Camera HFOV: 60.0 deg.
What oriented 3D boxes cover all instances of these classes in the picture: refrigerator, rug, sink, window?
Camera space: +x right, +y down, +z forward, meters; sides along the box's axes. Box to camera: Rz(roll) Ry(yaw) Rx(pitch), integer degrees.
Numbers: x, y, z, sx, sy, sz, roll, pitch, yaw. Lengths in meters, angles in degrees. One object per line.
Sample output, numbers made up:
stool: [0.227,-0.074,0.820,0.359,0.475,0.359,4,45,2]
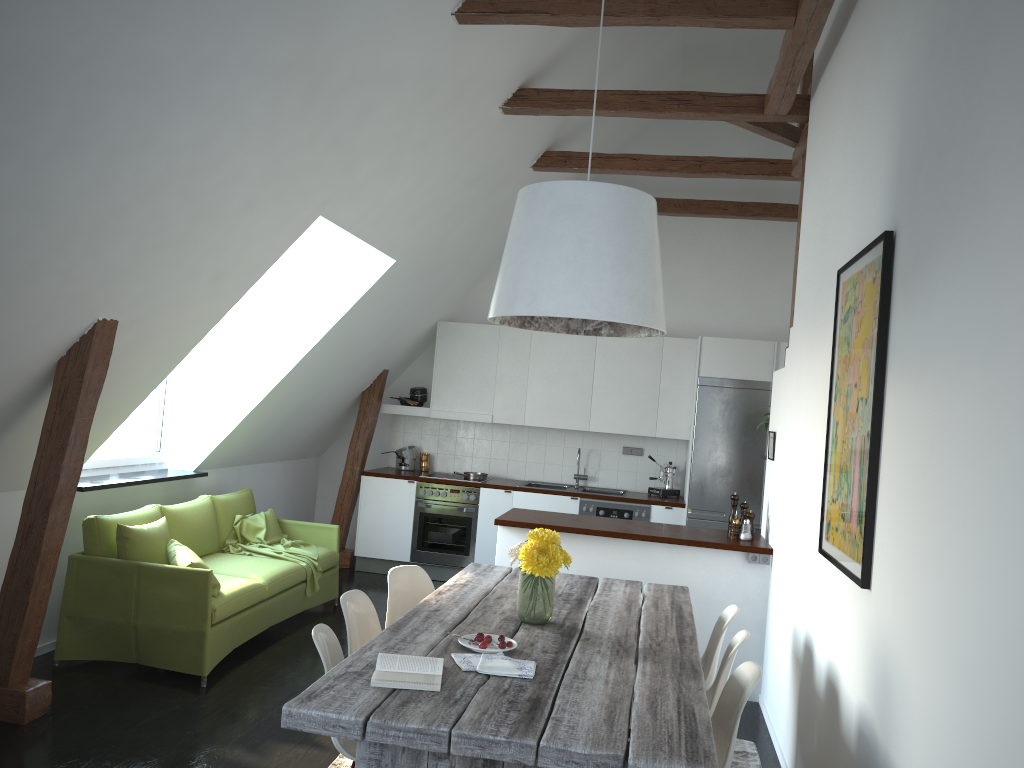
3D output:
refrigerator: [1.821,0.888,7.536,0.609,1.868,0.031,5,-1,10]
rug: [0.092,1.713,3.396,1.898,0.022,2.677,5,-1,10]
sink: [0.582,0.854,8.156,0.963,0.519,0.671,5,-1,10]
window: [-0.160,-1.414,2.177,5.959,4.249,8.018,5,-1,10]

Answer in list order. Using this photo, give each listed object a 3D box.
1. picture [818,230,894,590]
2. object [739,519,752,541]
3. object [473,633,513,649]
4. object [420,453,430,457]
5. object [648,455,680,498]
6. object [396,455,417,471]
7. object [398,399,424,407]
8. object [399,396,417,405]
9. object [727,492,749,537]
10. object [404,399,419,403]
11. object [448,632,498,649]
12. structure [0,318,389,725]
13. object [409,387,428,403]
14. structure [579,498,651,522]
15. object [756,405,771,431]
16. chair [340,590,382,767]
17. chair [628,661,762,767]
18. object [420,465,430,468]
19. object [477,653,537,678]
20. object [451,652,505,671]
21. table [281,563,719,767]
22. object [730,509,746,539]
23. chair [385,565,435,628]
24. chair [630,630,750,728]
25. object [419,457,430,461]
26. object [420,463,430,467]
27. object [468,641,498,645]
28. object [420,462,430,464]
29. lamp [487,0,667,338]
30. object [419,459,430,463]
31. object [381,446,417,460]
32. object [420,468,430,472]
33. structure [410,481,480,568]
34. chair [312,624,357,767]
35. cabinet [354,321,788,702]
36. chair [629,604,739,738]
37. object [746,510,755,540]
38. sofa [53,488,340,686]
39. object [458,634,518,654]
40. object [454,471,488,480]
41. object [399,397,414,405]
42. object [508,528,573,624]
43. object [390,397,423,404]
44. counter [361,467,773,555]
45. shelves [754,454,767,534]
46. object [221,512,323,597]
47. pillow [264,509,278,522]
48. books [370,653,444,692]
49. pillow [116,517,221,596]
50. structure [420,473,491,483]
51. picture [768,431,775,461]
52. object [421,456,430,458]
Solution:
picture: [1.267,0.097,3.309,0.036,1.181,0.808,5,-1,10]
object: [1.451,0.904,5.500,0.069,0.135,0.069,5,-2,-15]
object: [-0.068,0.889,3.063,0.132,0.034,0.144,5,-2,-19]
object: [-0.850,0.698,8.654,0.100,0.047,0.099,5,-1,5]
object: [1.376,0.847,8.166,0.353,0.370,0.206,6,-2,-34]
object: [-1.019,0.761,8.579,0.200,0.154,0.348,5,-1,-11]
object: [-0.970,0.187,8.561,0.243,0.056,0.350,5,-1,-1]
object: [-1.002,0.159,8.524,0.061,0.077,0.331,6,-2,-32]
object: [1.440,0.832,5.632,0.123,0.283,0.061,5,-1,10]
object: [-0.968,0.166,8.563,0.065,0.031,0.335,6,-2,-33]
object: [-0.138,0.884,3.058,0.194,0.022,0.019,4,-2,25]
structure: [-2.736,0.485,2.375,1.023,1.963,12.350,5,-1,10]
object: [-0.909,0.108,8.618,0.190,0.166,0.200,6,-2,-28]
structure: [0.909,1.392,7.933,0.612,0.725,0.582,5,-1,10]
object: [1.959,0.266,6.150,0.493,0.486,0.506,4,-2,29]
chair: [-0.454,1.278,3.599,0.542,0.801,0.465,5,-1,11]
chair: [0.553,1.350,3.069,0.542,0.801,0.465,5,-1,6]
object: [-0.854,0.813,8.653,0.100,0.048,0.099,4,-2,28]
object: [-0.015,0.903,2.844,0.182,0.016,0.179,5,-1,4]
object: [-0.094,0.898,2.873,0.182,0.014,0.185,5,-2,-16]
table: [0.115,1.329,3.426,1.141,0.788,2.421,5,-1,10]
object: [1.412,0.873,5.551,0.080,0.192,0.058,5,-1,-6]
chair: [-0.356,1.301,4.168,0.542,0.801,0.465,4,-2,36]
chair: [0.653,1.372,3.595,0.542,0.801,0.465,4,-2,16]
object: [-0.854,0.735,8.654,0.100,0.036,0.100,5,-2,-24]
object: [-0.854,0.796,8.654,0.099,0.051,0.099,5,-1,-4]
object: [-0.100,0.894,3.056,0.110,0.011,0.058,5,-1,13]
object: [-0.854,0.775,8.657,0.099,0.043,0.100,5,-1,-3]
lamp: [0.396,-1.619,3.515,0.757,2.813,0.697,6,-2,-31]
object: [-0.854,0.753,8.657,0.099,0.057,0.101,4,-2,21]
object: [-1.102,0.676,8.627,0.371,0.169,0.203,5,-2,-18]
object: [-0.854,0.835,8.653,0.100,0.036,0.100,5,-1,6]
structure: [-0.547,1.281,8.268,0.583,0.725,0.749,5,-1,10]
chair: [-0.451,1.265,3.072,0.542,0.801,0.465,5,-1,-4]
cabinet: [0.592,0.674,6.990,4.208,2.369,3.033,5,-1,10]
chair: [0.732,1.390,4.061,0.542,0.801,0.465,5,-1,11]
object: [1.493,0.884,5.564,0.058,0.184,0.058,5,-1,6]
sofa: [-1.888,1.202,5.827,0.898,0.825,2.093,5,-1,9]
object: [-0.084,0.899,3.055,0.205,0.024,0.205,5,-1,2]
object: [-0.399,0.851,8.329,0.351,0.061,0.232,5,-2,-17]
object: [-1.017,0.165,8.516,0.065,0.065,0.332,5,-2,-23]
object: [0.107,0.754,3.501,0.233,0.365,0.293,5,-2,-19]
object: [-1.034,0.168,8.611,0.357,0.075,0.244,5,-2,-19]
counter: [0.141,0.918,7.030,3.365,0.038,3.085,5,-1,10]
shelves: [2.028,0.790,6.023,0.660,0.553,0.408,5,-1,10]
object: [-1.663,1.214,6.432,0.722,0.493,0.711,5,-1,5]
pillow: [-1.845,1.090,6.593,0.210,0.275,0.462,5,-1,8]
books: [-0.311,0.862,2.683,0.202,0.042,0.251,5,-1,-2]
pillow: [-1.899,0.985,5.058,0.600,0.387,0.475,5,-1,7]
structure: [-0.520,0.890,8.264,0.574,0.041,0.504,5,-1,10]
picture: [1.653,0.392,5.639,0.023,0.182,0.250,5,-1,10]
object: [-0.853,0.718,8.654,0.100,0.036,0.100,4,-2,38]
